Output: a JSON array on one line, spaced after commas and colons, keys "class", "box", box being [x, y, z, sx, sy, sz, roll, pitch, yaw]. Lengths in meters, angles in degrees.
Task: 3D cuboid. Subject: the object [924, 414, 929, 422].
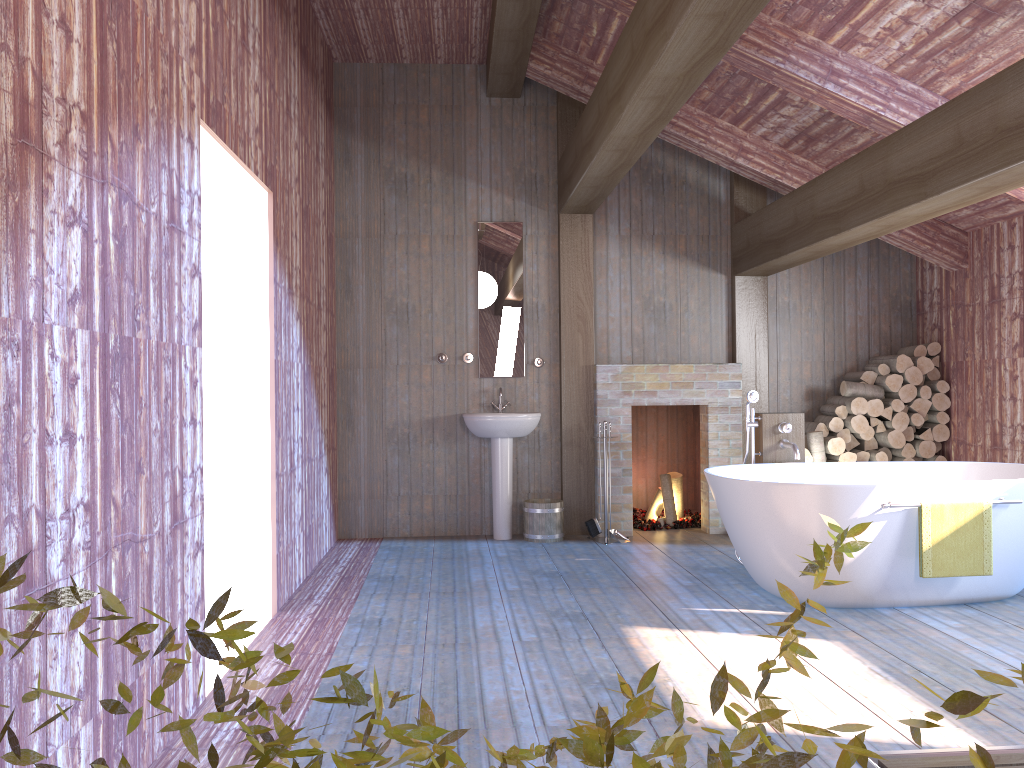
[{"class": "object", "box": [3.123, 0.251, 6.845, 0.088, 0.092, 0.280, -1, 0, -3]}]

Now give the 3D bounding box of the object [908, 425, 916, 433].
[{"class": "object", "box": [3.008, 0.344, 6.778, 0.065, 0.069, 0.177, -1, 0, -5]}]

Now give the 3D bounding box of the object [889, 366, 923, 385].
[{"class": "object", "box": [2.957, -0.060, 6.791, 0.141, 0.143, 0.437, -1, 0, -6]}]

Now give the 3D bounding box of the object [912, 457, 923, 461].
[{"class": "object", "box": [3.048, 0.605, 6.893, 0.118, 0.106, 0.319, -1, 0, -6]}]

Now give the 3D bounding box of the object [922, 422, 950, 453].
[{"class": "object", "box": [3.178, 0.416, 6.812, 0.137, 0.256, 0.439, -1, 0, -4]}]

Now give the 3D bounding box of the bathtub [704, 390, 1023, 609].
[{"class": "bathtub", "box": [2.039, 0.584, 4.823, 1.935, 1.109, 1.460, -1, 0, 18]}]

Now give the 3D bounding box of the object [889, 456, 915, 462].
[{"class": "object", "box": [2.945, 0.606, 6.756, 0.116, 0.117, 0.289, -1, 0, -6]}]

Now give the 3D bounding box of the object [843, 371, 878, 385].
[{"class": "object", "box": [2.695, -0.037, 6.868, 0.140, 0.121, 0.319, -1, 0, -2]}]

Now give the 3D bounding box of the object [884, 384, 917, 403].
[{"class": "object", "box": [2.919, 0.077, 6.787, 0.143, 0.151, 0.440, -1, 0, -4]}]

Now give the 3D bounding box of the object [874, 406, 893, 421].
[{"class": "object", "box": [2.753, 0.228, 6.770, 0.109, 0.124, 0.424, -1, 0, -5]}]

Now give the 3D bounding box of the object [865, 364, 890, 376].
[{"class": "object", "box": [2.787, -0.109, 6.768, 0.094, 0.097, 0.227, -1, 0, -3]}]

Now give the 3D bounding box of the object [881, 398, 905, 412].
[{"class": "object", "box": [2.841, 0.156, 6.777, 0.102, 0.109, 0.438, -1, 0, -4]}]

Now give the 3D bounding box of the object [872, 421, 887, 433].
[{"class": "object", "box": [2.758, 0.318, 6.777, 0.085, 0.096, 0.280, -1, 0, -3]}]

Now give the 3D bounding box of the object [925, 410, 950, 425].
[{"class": "object", "box": [3.188, 0.249, 6.804, 0.102, 0.109, 0.438, -1, 0, -4]}]

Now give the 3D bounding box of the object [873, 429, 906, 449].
[{"class": "object", "box": [2.823, 0.409, 6.777, 0.141, 0.143, 0.437, -1, 0, -6]}]

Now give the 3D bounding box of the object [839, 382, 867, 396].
[{"class": "object", "box": [2.642, 0.048, 6.863, 0.113, 0.130, 0.291, -1, 0, -3]}]

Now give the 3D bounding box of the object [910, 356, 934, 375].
[{"class": "object", "box": [3.062, -0.137, 6.819, 0.133, 0.142, 0.456, -1, 0, -3]}]

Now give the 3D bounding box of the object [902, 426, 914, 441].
[{"class": "object", "box": [2.939, 0.371, 6.772, 0.111, 0.118, 0.302, -1, 0, -5]}]

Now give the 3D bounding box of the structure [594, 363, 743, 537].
[{"class": "structure", "box": [1.195, 0.507, 6.838, 1.130, 1.330, 0.226, -1, 0, -4]}]

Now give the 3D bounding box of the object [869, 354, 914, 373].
[{"class": "object", "box": [2.903, -0.151, 6.805, 0.135, 0.139, 0.456, -1, 0, -3]}]

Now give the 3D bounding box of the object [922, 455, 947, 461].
[{"class": "object", "box": [3.169, 0.602, 6.822, 0.139, 0.137, 0.455, -1, 0, -6]}]

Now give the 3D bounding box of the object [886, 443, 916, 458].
[{"class": "object", "box": [2.941, 0.498, 6.761, 0.114, 0.113, 0.301, -1, 0, -6]}]

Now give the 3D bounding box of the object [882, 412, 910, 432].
[{"class": "object", "box": [2.865, 0.284, 6.782, 0.136, 0.157, 0.439, -1, 0, -3]}]

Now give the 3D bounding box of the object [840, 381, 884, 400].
[{"class": "object", "box": [2.630, 0.052, 6.664, 0.302, 0.157, 0.121, -1, 0, -3]}]

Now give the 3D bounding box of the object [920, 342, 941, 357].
[{"class": "object", "box": [3.186, -0.260, 6.844, 0.112, 0.113, 0.271, -1, 0, -4]}]

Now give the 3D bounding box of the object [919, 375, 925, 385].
[{"class": "object", "box": [3.072, -0.021, 6.899, 0.132, 0.119, 0.319, -1, 0, -3]}]

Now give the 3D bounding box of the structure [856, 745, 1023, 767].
[{"class": "structure", "box": [1.563, 1.145, 2.244, 1.000, 0.067, 1.000, -1, 0, -4]}]

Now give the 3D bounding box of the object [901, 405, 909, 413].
[{"class": "object", "box": [2.918, 0.202, 6.764, 0.095, 0.090, 0.278, -1, 0, -3]}]

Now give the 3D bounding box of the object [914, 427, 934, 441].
[{"class": "object", "box": [3.064, 0.371, 6.795, 0.115, 0.112, 0.423, -1, 0, -4]}]

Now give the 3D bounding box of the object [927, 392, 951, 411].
[{"class": "object", "box": [3.178, 0.131, 6.808, 0.147, 0.152, 0.439, -1, 0, -4]}]

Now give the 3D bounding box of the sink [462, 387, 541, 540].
[{"class": "sink", "box": [-0.071, 0.596, 6.609, 0.582, 1.143, 0.475, -1, 0, -5]}]

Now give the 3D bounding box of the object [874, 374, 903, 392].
[{"class": "object", "box": [2.819, -0.011, 6.798, 0.139, 0.148, 0.458, -1, 0, -4]}]

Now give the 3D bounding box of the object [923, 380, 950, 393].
[{"class": "object", "box": [3.189, 0.017, 6.806, 0.102, 0.109, 0.438, -1, 0, -4]}]

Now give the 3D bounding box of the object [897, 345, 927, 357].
[{"class": "object", "box": [3.080, -0.235, 6.835, 0.104, 0.121, 0.270, -1, 0, -3]}]

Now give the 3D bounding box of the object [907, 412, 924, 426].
[{"class": "object", "box": [2.993, 0.261, 6.789, 0.102, 0.109, 0.438, -1, 0, -4]}]

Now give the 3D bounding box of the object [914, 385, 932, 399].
[{"class": "object", "box": [3.058, 0.063, 6.795, 0.089, 0.106, 0.437, -1, 0, -3]}]

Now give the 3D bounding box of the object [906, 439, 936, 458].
[{"class": "object", "box": [3.065, 0.488, 6.802, 0.137, 0.133, 0.437, -1, 0, -6]}]

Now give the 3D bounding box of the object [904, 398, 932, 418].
[{"class": "object", "box": [3.025, 0.180, 6.822, 0.172, 0.151, 0.482, -1, 0, -3]}]
